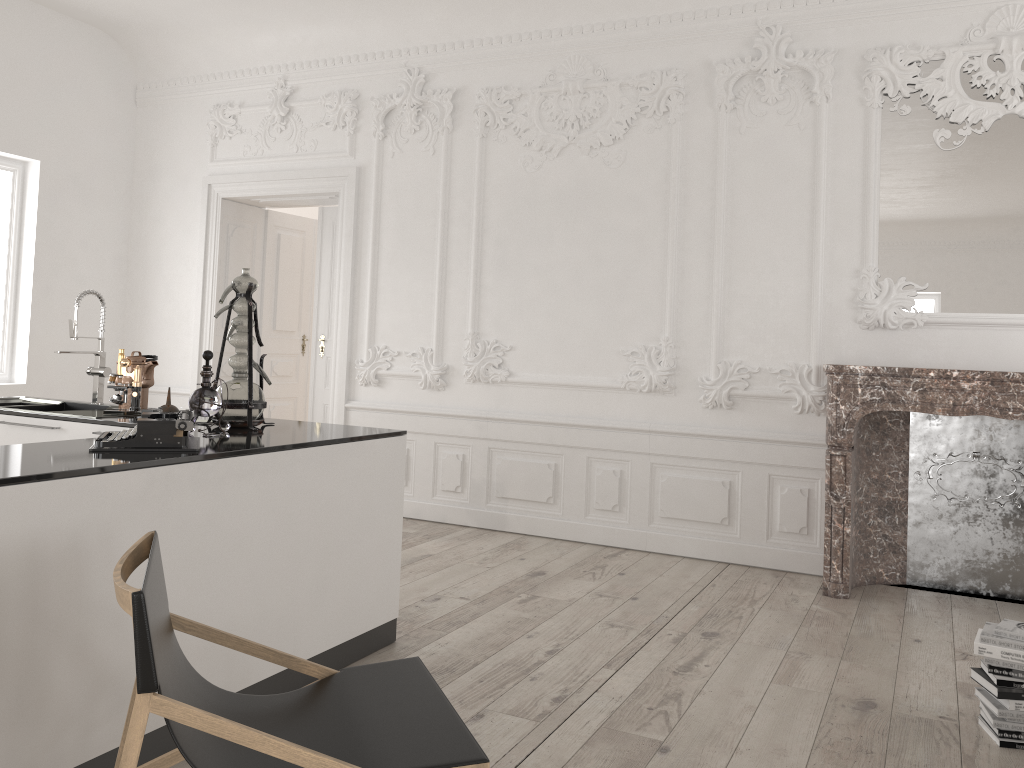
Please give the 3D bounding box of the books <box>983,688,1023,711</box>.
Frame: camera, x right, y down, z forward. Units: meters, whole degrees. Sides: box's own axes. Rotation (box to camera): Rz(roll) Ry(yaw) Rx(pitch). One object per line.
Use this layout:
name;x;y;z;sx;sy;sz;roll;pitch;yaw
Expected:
books;1.787;1.067;3.020;0.259;0.035;0.198;3;2;5

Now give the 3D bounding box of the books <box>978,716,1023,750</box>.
books;1.766;1.195;3.003;0.277;0.025;0.198;3;2;9

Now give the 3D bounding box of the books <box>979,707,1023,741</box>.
books;1.771;1.168;3.010;0.274;0.025;0.198;3;2;12

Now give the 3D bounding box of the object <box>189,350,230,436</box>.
object;-1.143;0.028;3.351;0.222;0.313;0.203;2;-1;24

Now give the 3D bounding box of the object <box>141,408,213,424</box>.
object;-1.390;0.137;3.710;0.376;0.045;0.123;3;2;15

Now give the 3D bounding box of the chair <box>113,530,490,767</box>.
chair;-0.517;0.764;1.978;0.780;0.772;0.630;2;-1;-19

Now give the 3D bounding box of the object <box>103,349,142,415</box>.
object;-1.744;-0.012;4.006;0.169;0.292;0.131;2;-2;-4

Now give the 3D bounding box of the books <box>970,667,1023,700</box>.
books;1.765;1.030;3.022;0.300;0.035;0.198;2;2;3

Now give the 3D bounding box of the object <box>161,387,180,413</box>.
object;-1.529;0.080;3.938;0.111;0.132;0.110;2;-1;31

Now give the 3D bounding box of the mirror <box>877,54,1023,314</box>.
mirror;2.747;-1.099;4.872;1.436;1.576;0.009;2;-2;26

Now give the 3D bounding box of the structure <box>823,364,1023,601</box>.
structure;2.479;0.552;4.702;1.546;1.251;0.657;3;-1;26

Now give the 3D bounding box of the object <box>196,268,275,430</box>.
object;-1.104;-0.152;3.617;0.318;0.652;0.294;3;-2;-21

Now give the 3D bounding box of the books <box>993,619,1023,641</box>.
books;1.799;0.857;3.019;0.243;0.022;0.172;4;3;40

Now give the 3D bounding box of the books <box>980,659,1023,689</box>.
books;1.774;0.999;3.012;0.277;0.025;0.198;3;2;14

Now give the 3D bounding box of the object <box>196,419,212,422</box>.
object;-1.333;0.158;3.773;0.141;0.004;0.093;3;2;6

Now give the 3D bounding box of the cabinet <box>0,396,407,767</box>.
cabinet;-2.157;0.596;3.058;2.464;0.884;2.701;3;2;26

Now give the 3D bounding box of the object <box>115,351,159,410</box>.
object;-1.797;-0.016;4.227;0.186;0.280;0.208;3;-1;-24

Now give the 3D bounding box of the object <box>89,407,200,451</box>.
object;-1.193;0.144;2.911;0.316;0.111;0.383;2;2;-19

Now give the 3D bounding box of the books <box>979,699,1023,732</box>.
books;1.771;1.142;3.015;0.280;0.025;0.198;3;2;16

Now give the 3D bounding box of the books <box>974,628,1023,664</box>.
books;1.764;0.912;3.026;0.311;0.041;0.198;4;2;32

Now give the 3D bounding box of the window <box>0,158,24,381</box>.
window;-4.292;-0.880;6.257;0.071;1.745;1.721;1;-1;26

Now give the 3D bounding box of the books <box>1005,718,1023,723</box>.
books;1.791;1.120;3.007;0.243;0.022;0.172;3;2;14

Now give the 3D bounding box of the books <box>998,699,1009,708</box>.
books;1.787;1.067;3.020;0.252;0.030;0.193;3;2;5

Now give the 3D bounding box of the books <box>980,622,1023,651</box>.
books;1.777;0.880;3.028;0.290;0.026;0.205;4;3;34

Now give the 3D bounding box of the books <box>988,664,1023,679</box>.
books;1.779;0.972;3.018;0.274;0.025;0.198;3;2;27

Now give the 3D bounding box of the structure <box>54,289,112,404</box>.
structure;-2.148;-0.186;4.405;0.130;0.583;0.279;1;-2;26

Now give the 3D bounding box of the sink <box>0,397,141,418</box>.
sink;-2.181;0.175;4.204;1.166;0.141;0.484;3;2;26

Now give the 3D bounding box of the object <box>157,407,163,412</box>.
object;-1.494;0.126;3.750;0.017;0.056;0.017;2;-2;6

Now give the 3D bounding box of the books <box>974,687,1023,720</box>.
books;1.770;1.098;3.018;0.290;0.026;0.205;3;2;8

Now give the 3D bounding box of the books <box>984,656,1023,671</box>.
books;1.779;0.947;3.023;0.280;0.025;0.198;4;2;32
